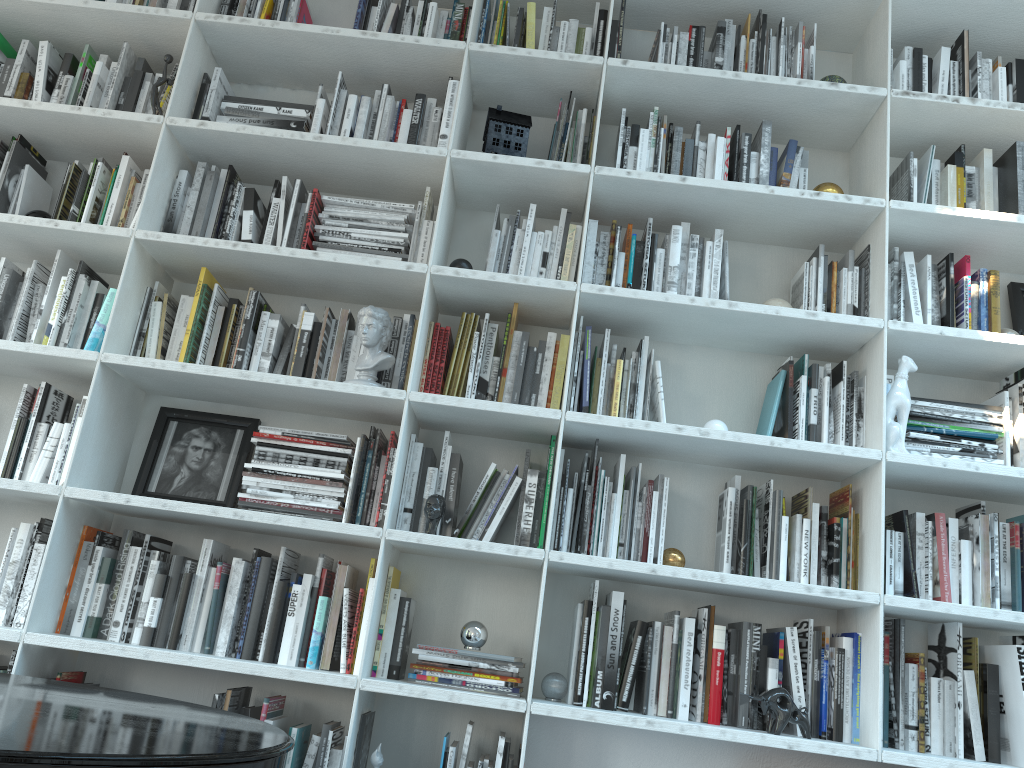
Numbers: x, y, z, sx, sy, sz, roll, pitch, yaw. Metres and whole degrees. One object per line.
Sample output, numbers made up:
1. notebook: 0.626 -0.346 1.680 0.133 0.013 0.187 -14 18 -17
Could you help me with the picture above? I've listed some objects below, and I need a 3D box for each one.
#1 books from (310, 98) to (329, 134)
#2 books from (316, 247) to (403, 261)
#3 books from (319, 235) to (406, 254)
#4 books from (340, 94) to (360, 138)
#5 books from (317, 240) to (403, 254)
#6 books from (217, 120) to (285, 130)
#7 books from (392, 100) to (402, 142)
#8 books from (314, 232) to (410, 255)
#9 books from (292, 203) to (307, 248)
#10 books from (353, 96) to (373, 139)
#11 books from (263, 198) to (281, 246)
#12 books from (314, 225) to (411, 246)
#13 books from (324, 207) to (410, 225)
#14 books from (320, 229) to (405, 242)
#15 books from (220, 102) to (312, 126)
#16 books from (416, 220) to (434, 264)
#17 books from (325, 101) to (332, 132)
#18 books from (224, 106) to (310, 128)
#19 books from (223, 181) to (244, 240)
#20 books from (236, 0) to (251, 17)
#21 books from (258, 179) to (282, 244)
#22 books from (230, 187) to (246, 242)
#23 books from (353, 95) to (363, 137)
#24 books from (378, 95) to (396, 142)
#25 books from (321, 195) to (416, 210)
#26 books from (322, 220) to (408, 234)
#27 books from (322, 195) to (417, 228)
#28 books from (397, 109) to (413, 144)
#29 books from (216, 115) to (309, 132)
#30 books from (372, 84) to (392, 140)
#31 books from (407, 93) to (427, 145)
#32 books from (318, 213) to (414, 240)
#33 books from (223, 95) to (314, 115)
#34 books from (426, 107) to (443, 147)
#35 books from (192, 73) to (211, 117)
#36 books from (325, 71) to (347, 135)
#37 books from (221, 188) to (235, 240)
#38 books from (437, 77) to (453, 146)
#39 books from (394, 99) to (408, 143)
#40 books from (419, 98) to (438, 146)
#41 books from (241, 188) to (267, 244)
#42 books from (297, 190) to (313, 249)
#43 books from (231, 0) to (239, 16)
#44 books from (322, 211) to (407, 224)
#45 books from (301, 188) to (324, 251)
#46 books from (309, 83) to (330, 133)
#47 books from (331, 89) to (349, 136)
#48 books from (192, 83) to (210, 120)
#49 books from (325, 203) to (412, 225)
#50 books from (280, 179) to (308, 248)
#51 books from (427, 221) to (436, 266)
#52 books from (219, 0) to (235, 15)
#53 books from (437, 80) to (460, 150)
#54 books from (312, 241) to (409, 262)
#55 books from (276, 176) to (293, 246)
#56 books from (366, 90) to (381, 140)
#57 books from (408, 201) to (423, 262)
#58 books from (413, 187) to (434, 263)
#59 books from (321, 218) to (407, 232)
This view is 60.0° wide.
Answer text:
1. books: -0.599 -0.762 2.797 0.025 0.187 0.194 7 -16 2
2. books: -0.453 -0.361 2.695 0.254 0.012 0.161 7 -17 1
3. books: -0.448 -0.396 2.703 0.254 0.012 0.161 8 -17 0
4. books: -0.505 -0.764 2.799 0.027 0.216 0.190 7 -16 2
5. books: -0.450 -0.384 2.699 0.254 0.012 0.161 7 -17 4
6. books: -0.774 -0.766 2.812 0.285 0.012 0.160 8 -17 0
7. books: -0.360 -0.751 2.801 0.010 0.229 0.153 7 -16 2
8. books: -0.447 -0.406 2.709 0.285 0.012 0.160 7 -17 3
9. books: -0.636 -0.424 2.710 0.024 0.215 0.133 7 -16 2
10. books: -0.465 -0.760 2.801 0.028 0.218 0.184 7 -16 2
11. books: -0.721 -0.436 2.709 0.024 0.216 0.148 7 -16 2
12. books: -0.444 -0.431 2.711 0.285 0.012 0.160 6 -17 5
13. books: -0.436 -0.489 2.730 0.254 0.012 0.161 7 -17 4
14. books: -0.445 -0.418 2.712 0.254 0.012 0.161 7 -17 3
15. books: -0.763 -0.829 2.830 0.285 0.024 0.160 7 -17 4
16. books: -0.261 -0.369 2.693 0.029 0.198 0.172 7 -16 2
17. books: -0.572 -0.768 2.829 0.024 0.222 0.129 7 -16 2
18. books: -0.767 -0.807 2.819 0.254 0.025 0.161 8 -17 -2
19. books: -0.837 -0.467 2.717 0.014 0.249 0.173 7 -16 2
20. books: -0.871 -1.153 2.915 0.026 0.194 0.167 7 -16 2
21. books: -0.739 -0.469 2.726 0.022 0.284 0.131 7 -16 2
22. books: -0.825 -0.460 2.716 0.011 0.239 0.148 7 -16 2
23. books: -0.484 -0.771 2.814 0.012 0.243 0.132 7 -16 2
24. books: -0.388 -0.755 2.789 0.023 0.222 0.191 7 -16 2
25. books: -0.431 -0.524 2.740 0.285 0.012 0.160 7 -17 4
26. books: -0.442 -0.442 2.714 0.254 0.012 0.161 8 -17 -1
27. books: -0.433 -0.515 2.730 0.285 0.012 0.160 9 -17 -3
28. books: -0.331 -0.730 2.784 0.029 0.187 0.176 7 -16 2
29. books: -0.770 -0.785 2.809 0.285 0.024 0.160 6 -17 7
30. books: -0.408 -0.777 2.805 0.023 0.268 0.185 7 -16 2
31. books: -0.298 -0.755 2.791 0.032 0.247 0.174 7 -16 2
32. books: -0.439 -0.464 2.725 0.285 0.012 0.160 7 -17 1
33. books: -0.760 -0.851 2.841 0.285 0.024 0.160 7 -17 2
34. books: -0.242 -0.726 2.784 0.029 0.202 0.192 7 -16 2
35. books: -0.982 -0.838 2.837 0.012 0.253 0.161 7 -16 2
36. books: -0.551 -0.806 2.797 0.011 0.283 0.190 7 -16 2
37. books: -0.851 -0.459 2.719 0.014 0.232 0.147 7 -16 2
38. books: -0.213 -0.783 2.810 0.012 0.333 0.156 7 -16 2
39. books: -0.349 -0.752 2.794 0.012 0.230 0.159 7 -16 2
40. books: -0.267 -0.753 2.806 0.029 0.260 0.133 7 -16 2
41. books: -0.786 -0.456 2.709 0.066 0.236 0.154 7 -16 2
42. books: -0.615 -0.438 2.705 0.015 0.244 0.183 7 -16 2
43. books: -0.893 -1.168 2.933 0.023 0.227 0.157 7 -16 2
44. books: -0.438 -0.478 2.720 0.254 0.012 0.161 6 -17 7
45. books: -0.601 -0.440 2.693 0.013 0.246 0.177 7 -16 2
46. books: -0.613 -0.795 2.811 0.012 0.253 0.161 7 -16 2
47. books: -0.538 -0.778 2.806 0.021 0.237 0.172 7 -16 2
48. books: -0.966 -0.816 2.810 0.027 0.201 0.168 7 -16 2
49. books: -0.434 -0.500 2.738 0.254 0.012 0.161 7 -17 2
50. books: -0.655 -0.456 2.703 0.021 0.268 0.192 7 -16 2
51. books: -0.231 -0.366 2.699 0.030 0.204 0.159 7 -16 2
52. books: -0.916 -1.189 2.919 0.026 0.252 0.186 7 -16 2
53. books: -0.185 -0.751 2.733 0.037 0.236 0.273 7 -17 2
54. books: -0.451 -0.374 2.694 0.285 0.012 0.160 8 -17 -1
55. books: -0.688 -0.467 2.721 0.049 0.290 0.162 7 -16 2
56. books: -0.433 -0.776 2.826 0.029 0.272 0.141 7 -16 2
57. books: -0.290 -0.403 2.690 0.012 0.253 0.161 7 -16 2
58. books: -0.274 -0.427 2.714 0.012 0.318 0.140 7 -16 2
59. books: -0.441 -0.453 2.720 0.254 0.012 0.161 7 -17 4
